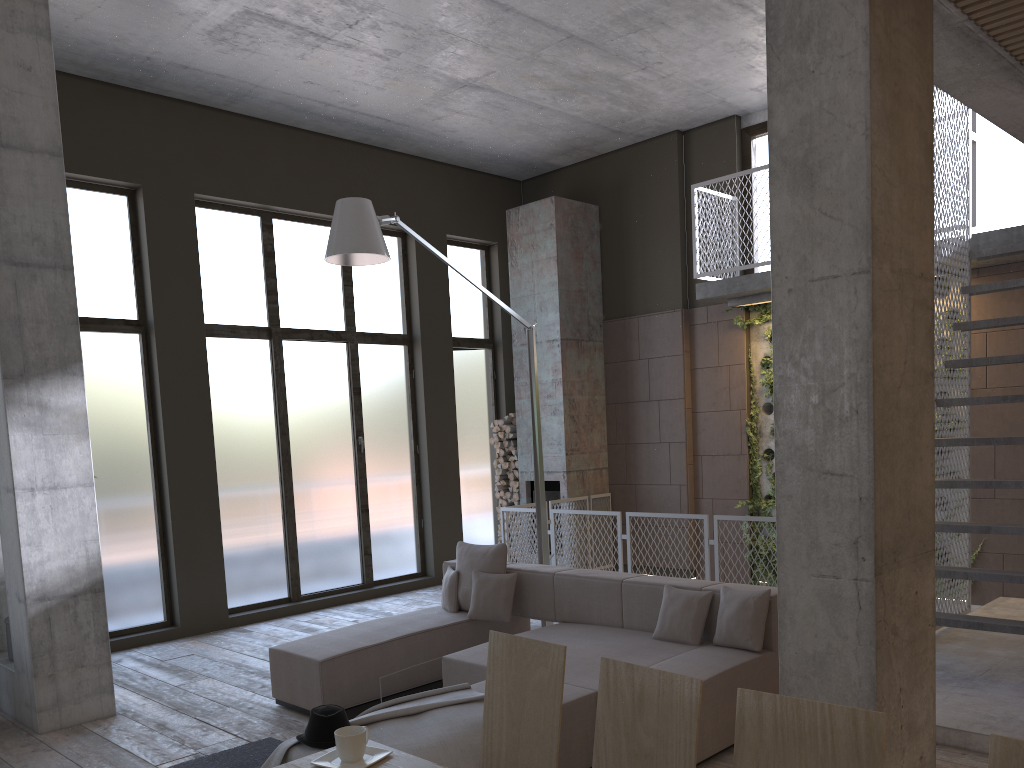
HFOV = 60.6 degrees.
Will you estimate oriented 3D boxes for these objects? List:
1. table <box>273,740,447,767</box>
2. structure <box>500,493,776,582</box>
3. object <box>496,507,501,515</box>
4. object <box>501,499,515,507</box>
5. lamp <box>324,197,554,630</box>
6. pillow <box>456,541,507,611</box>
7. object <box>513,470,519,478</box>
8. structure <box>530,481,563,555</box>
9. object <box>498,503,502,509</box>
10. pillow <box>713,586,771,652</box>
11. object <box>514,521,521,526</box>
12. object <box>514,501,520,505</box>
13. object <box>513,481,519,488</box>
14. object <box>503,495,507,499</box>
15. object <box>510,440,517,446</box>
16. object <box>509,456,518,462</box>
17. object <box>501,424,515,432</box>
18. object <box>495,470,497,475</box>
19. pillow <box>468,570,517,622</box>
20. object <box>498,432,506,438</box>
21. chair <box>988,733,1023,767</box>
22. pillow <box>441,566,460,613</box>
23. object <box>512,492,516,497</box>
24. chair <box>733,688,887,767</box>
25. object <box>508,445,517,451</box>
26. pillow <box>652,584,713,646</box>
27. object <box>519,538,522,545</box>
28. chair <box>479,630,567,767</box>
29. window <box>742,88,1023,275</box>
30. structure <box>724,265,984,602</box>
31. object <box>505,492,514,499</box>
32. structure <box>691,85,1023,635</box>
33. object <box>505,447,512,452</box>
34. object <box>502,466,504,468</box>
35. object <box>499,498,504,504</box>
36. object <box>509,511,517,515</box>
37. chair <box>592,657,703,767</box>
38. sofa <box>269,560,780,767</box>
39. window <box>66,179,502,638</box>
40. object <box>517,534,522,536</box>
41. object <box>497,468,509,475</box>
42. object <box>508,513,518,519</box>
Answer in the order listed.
[{"bbox_3d":[1.026,1.370,0.680,5.198,0.929,1.005,-6,-1,45],"label":"table"},{"bbox_3d":[2.136,1.673,8.826,4.436,0.941,1.915,-6,-3,45],"label":"structure"},{"bbox_3d":[-0.051,1.653,11.531,0.088,0.109,0.363,-1,0,44],"label":"object"},{"bbox_3d":[0.002,1.539,11.418,0.292,0.108,0.098,-1,0,-44],"label":"object"},{"bbox_3d":[-0.263,0.507,6.885,0.756,3.456,2.605,0,4,33],"label":"lamp"},{"bbox_3d":[-0.259,1.499,6.788,0.219,0.562,0.564,-7,4,-43],"label":"pillow"},{"bbox_3d":[0.176,1.143,11.235,0.088,0.109,0.363,-1,0,44],"label":"object"},{"bbox_3d":[0.476,1.657,10.900,0.575,0.936,0.056,0,6,44],"label":"structure"},{"bbox_3d":[-0.078,1.584,11.448,0.045,0.073,0.249,0,0,44],"label":"object"},{"bbox_3d":[1.362,1.393,5.236,0.186,0.369,0.362,-6,3,-40],"label":"pillow"},{"bbox_3d":[0.212,1.770,11.364,0.091,0.090,0.452,-2,-1,44],"label":"object"},{"bbox_3d":[0.192,1.541,11.322,0.067,0.086,0.422,-1,-1,43],"label":"object"},{"bbox_3d":[0.216,1.276,11.262,0.093,0.084,0.477,-2,-2,44],"label":"object"},{"bbox_3d":[0.023,1.463,11.429,0.089,0.057,0.330,-3,-2,44],"label":"object"},{"bbox_3d":[0.141,0.749,11.280,0.067,0.072,0.420,-1,-1,44],"label":"object"},{"bbox_3d":[0.148,0.963,11.318,0.115,0.080,0.432,-3,-2,44],"label":"object"},{"bbox_3d":[0.026,0.561,11.258,0.104,0.084,0.360,-3,-2,44],"label":"object"},{"bbox_3d":[-0.048,1.143,11.447,0.067,0.068,0.420,-2,-1,44],"label":"object"},{"bbox_3d":[-0.144,1.583,6.543,0.377,0.376,0.167,-2,4,18],"label":"pillow"},{"bbox_3d":[0.028,0.650,11.317,0.094,0.084,0.477,-2,-2,44],"label":"object"},{"bbox_3d":[0.825,1.284,1.443,0.716,1.206,0.348,-5,5,-40],"label":"chair"},{"bbox_3d":[-0.483,1.649,6.986,0.151,0.379,0.367,-4,1,-12],"label":"pillow"},{"bbox_3d":[0.174,1.410,11.342,0.067,0.072,0.420,-1,-1,44],"label":"object"},{"bbox_3d":[0.470,1.321,1.804,0.348,1.206,0.716,1,5,42],"label":"chair"},{"bbox_3d":[0.122,0.816,11.270,0.361,0.068,0.122,0,-3,-44],"label":"object"},{"bbox_3d":[1.071,1.459,5.502,0.371,0.362,0.185,-2,3,44],"label":"pillow"},{"bbox_3d":[0.267,2.002,11.337,0.092,0.093,0.434,-2,-1,44],"label":"object"},{"bbox_3d":[-0.191,1.396,2.574,0.716,1.206,0.348,-6,5,-41],"label":"chair"},{"bbox_3d":[3.853,-2.033,8.435,3.573,1.763,0.109,-4,3,45],"label":"window"},{"bbox_3d":[3.398,0.622,8.882,2.627,3.856,0.996,0,5,45],"label":"structure"},{"bbox_3d":[0.104,1.425,11.372,0.091,0.090,0.452,-2,-1,43],"label":"object"},{"bbox_3d":[3.001,0.000,7.625,3.685,4.354,3.013,-1,3,45],"label":"structure"},{"bbox_3d":[0.054,0.837,11.346,0.064,0.075,0.357,-1,-1,43],"label":"object"},{"bbox_3d":[0.064,1.049,11.354,0.115,0.080,0.432,-3,-2,44],"label":"object"},{"bbox_3d":[-0.035,1.537,11.515,0.291,0.103,0.101,-1,-1,-44],"label":"object"},{"bbox_3d":[0.150,1.633,11.352,0.452,0.090,0.091,0,-1,-44],"label":"object"},{"bbox_3d":[0.123,1.359,2.173,0.716,1.206,0.348,-5,5,-40],"label":"chair"},{"bbox_3d":[-0.325,1.743,5.412,2.994,0.791,3.003,0,-4,-45],"label":"sofa"},{"bbox_3d":[-3.409,0.276,8.374,0.209,4.205,9.150,2,2,44],"label":"window"},{"bbox_3d":[0.236,1.908,11.340,0.071,0.073,0.420,-2,-1,44],"label":"object"},{"bbox_3d":[0.004,1.127,11.391,0.093,0.084,0.477,-2,-2,44],"label":"object"},{"bbox_3d":[0.120,1.703,11.418,0.093,0.084,0.477,-2,-2,44],"label":"object"}]
